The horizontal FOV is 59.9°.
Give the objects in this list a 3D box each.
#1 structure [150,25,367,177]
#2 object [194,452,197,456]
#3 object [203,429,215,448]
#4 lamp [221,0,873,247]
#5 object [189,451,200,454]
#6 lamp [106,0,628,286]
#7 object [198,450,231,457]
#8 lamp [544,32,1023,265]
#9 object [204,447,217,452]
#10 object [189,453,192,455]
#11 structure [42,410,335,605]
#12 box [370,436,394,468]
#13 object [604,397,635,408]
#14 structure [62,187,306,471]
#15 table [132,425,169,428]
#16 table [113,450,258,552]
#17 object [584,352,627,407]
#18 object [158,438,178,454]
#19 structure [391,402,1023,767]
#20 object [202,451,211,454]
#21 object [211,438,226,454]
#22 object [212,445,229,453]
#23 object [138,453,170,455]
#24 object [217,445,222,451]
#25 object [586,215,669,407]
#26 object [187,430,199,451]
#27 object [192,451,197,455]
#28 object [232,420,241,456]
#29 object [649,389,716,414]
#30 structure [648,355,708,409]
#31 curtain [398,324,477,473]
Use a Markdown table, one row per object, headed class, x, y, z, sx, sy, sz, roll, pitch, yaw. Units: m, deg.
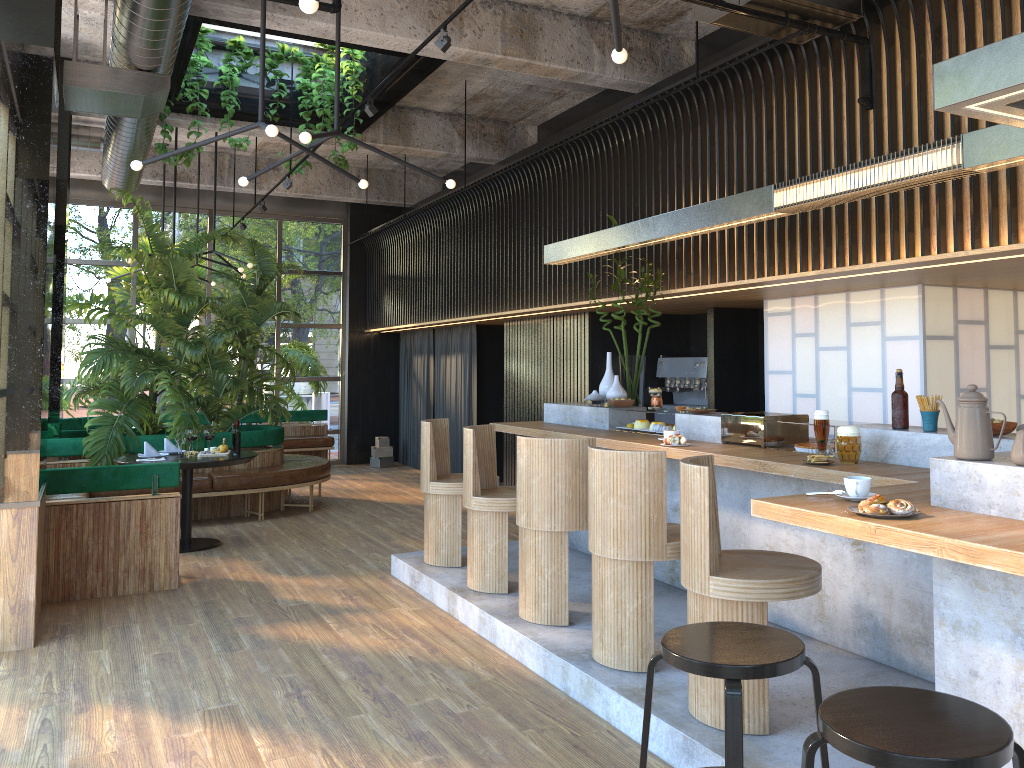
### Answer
| class | x | y | z | sx | sy | sz | roll | pitch | yaw |
| --- | --- | --- | --- | --- | --- | --- | --- | --- | --- |
| structure | -2.345 | -2.761 | 8.814 | 2.171 | 1.521 | 1.410 | 0 | -1 | 1 |
| object | -2.666 | 0.589 | 7.479 | 0.033 | 0.031 | 0.038 | 0 | -1 | -1 |
| object | -2.648 | 0.499 | 7.759 | 0.107 | 0.201 | 0.097 | 2 | -3 | -38 |
| lamp | -1.948 | -2.350 | 8.210 | 3.945 | 1.534 | 9.616 | -1 | 1 | -29 |
| object | -2.734 | 0.588 | 7.611 | 0.101 | 0.028 | 0.124 | 0 | 1 | -12 |
| lamp | 0.752 | -2.135 | 4.975 | 5.297 | 1.827 | 18.119 | -1 | 1 | -26 |
| object | -2.535 | 0.593 | 7.565 | 0.246 | 0.019 | 0.342 | -1 | 1 | -16 |
| lamp | 2.812 | -1.997 | 5.016 | 5.189 | 2.137 | 6.449 | -1 | 1 | -33 |
| object | -2.558 | 0.563 | 7.660 | 0.200 | 0.038 | 0.061 | 0 | 0 | 5 |
| object | -2.729 | 0.595 | 7.513 | 0.034 | 0.019 | 0.036 | 0 | 0 | -14 |
| structure | 0.657 | 0.631 | 4.509 | 6.280 | 1.552 | 19.280 | -1 | 1 | -26 |
| box | -1.936 | 1.011 | 13.243 | 0.346 | 0.443 | 0.267 | 1 | -2 | -38 |
| object | 0.752 | 0.129 | 6.256 | 0.197 | 0.073 | 0.222 | 0 | 1 | -7 |
| structure | -3.541 | -0.345 | 9.617 | 2.541 | 3.446 | 2.544 | 2 | -2 | -42 |
| table | -4.358 | 0.918 | 10.853 | 1.047 | 0.752 | 1.151 | 0 | 0 | 43 |
| table | -2.721 | 0.982 | 7.433 | 1.053 | 0.752 | 1.144 | 0 | 0 | 32 |
| object | 0.713 | -0.036 | 6.508 | 0.309 | 0.398 | 0.325 | -1 | -2 | 22 |
| object | -2.949 | 0.537 | 7.731 | 0.244 | 0.139 | 0.221 | 0 | 0 | -43 |
| structure | 3.220 | 0.519 | 4.929 | 6.081 | 1.734 | 6.832 | -1 | 1 | -27 |
| object | -2.585 | 0.578 | 7.535 | 0.106 | 0.013 | 0.213 | -1 | 1 | -21 |
| object | -2.477 | 0.523 | 7.496 | 0.095 | 0.124 | 0.146 | -2 | -2 | 45 |
| object | -2.489 | 0.550 | 7.587 | 0.162 | 0.064 | 0.099 | 0 | 0 | 33 |
| object | -3.075 | 0.595 | 7.578 | 0.247 | 0.019 | 0.162 | 0 | 1 | 23 |
| object | -2.546 | 0.563 | 7.773 | 0.060 | 0.072 | 0.202 | 1 | 0 | -36 |
| object | 0.875 | -0.466 | 6.599 | 0.662 | 1.554 | 0.592 | -1 | -3 | 11 |
| object | -2.785 | 0.500 | 7.732 | 0.107 | 0.201 | 0.097 | 2 | -3 | -38 |
| object | -2.703 | 0.587 | 7.558 | 0.034 | 0.032 | 0.036 | 0 | -1 | -29 |
| object | -2.337 | 0.453 | 7.530 | 0.070 | 0.300 | 0.067 | 1 | -3 | -11 |
| object | 1.034 | 0.108 | 5.729 | 0.218 | 0.135 | 0.775 | 0 | 1 | -19 |
| structure | 1.722 | 0.513 | 8.590 | 0.571 | 1.599 | 0.803 | 1 | -3 | -27 |
| curtain | -1.106 | 0.213 | 12.455 | 0.126 | 2.064 | 3.138 | 2 | -1 | -26 |
